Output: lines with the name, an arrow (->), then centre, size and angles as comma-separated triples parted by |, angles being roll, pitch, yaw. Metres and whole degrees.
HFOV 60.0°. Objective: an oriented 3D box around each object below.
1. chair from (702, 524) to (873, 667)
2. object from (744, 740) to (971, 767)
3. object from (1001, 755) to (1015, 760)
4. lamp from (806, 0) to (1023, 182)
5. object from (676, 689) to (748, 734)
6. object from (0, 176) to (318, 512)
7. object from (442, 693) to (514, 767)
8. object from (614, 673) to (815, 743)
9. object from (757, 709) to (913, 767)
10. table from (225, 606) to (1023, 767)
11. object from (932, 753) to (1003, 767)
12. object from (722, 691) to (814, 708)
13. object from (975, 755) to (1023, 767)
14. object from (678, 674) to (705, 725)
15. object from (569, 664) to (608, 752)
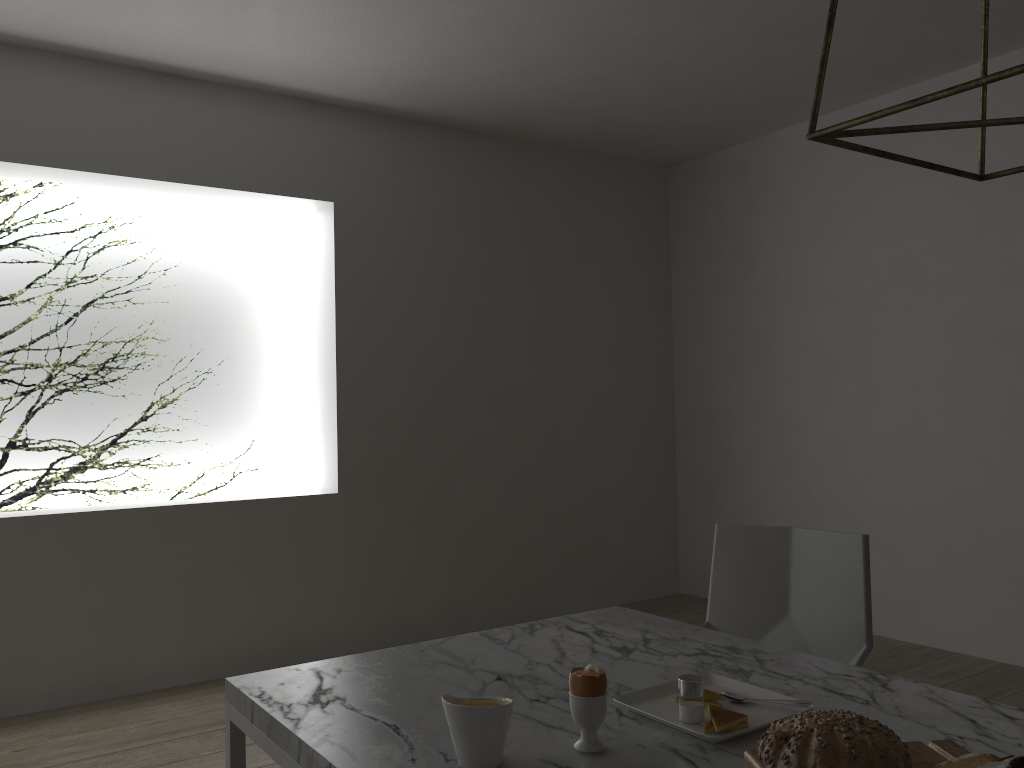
chair -> 0.524, 0.701, 1.892 | 0.470, 0.745, 0.439 | -3, -2, 41
object -> 0.418, 0.441, 0.883 | 0.260, 0.031, 0.360 | -1, -2, -4
object -> 0.498, 0.397, 0.861 | 0.083, 0.055, 0.073 | -2, -2, 32
lamp -> 0.475, -0.786, 0.804 | 0.584, 1.108, 0.584 | -1, -2, -19
object -> 0.281, 0.461, 1.268 | 0.068, 0.014, 0.197 | -1, -2, -6
object -> -1.819, 1.303, 3.533 | 10.834, 8.324, 0.001 | 0, -2, -34
object -> -0.057, 0.432, 1.126 | 0.089, 0.085, 0.138 | 0, -2, -39
object -> 0.288, 0.464, 1.275 | 0.212, 0.014, 0.212 | 0, -2, -35
object -> 0.347, 0.394, 0.960 | 0.157, 0.075, 0.151 | -1, -2, 1
table -> 0.383, 0.752, 0.993 | 0.870, 0.583, 1.781 | 0, -2, -34
object -> 0.441, 0.393, 0.861 | 0.079, 0.067, 0.074 | -2, -2, 28
object -> 0.368, 0.460, 1.284 | 0.132, 0.013, 0.032 | -2, -2, 30
object -> 0.438, 0.380, 0.770 | 0.086, 0.087, 0.090 | -2, -2, 33
object -> 0.249, 0.437, 1.232 | 0.036, 0.060, 0.036 | -1, -2, 7
object -> 0.099, 0.417, 1.146 | 0.050, 0.101, 0.050 | 0, -2, -27
